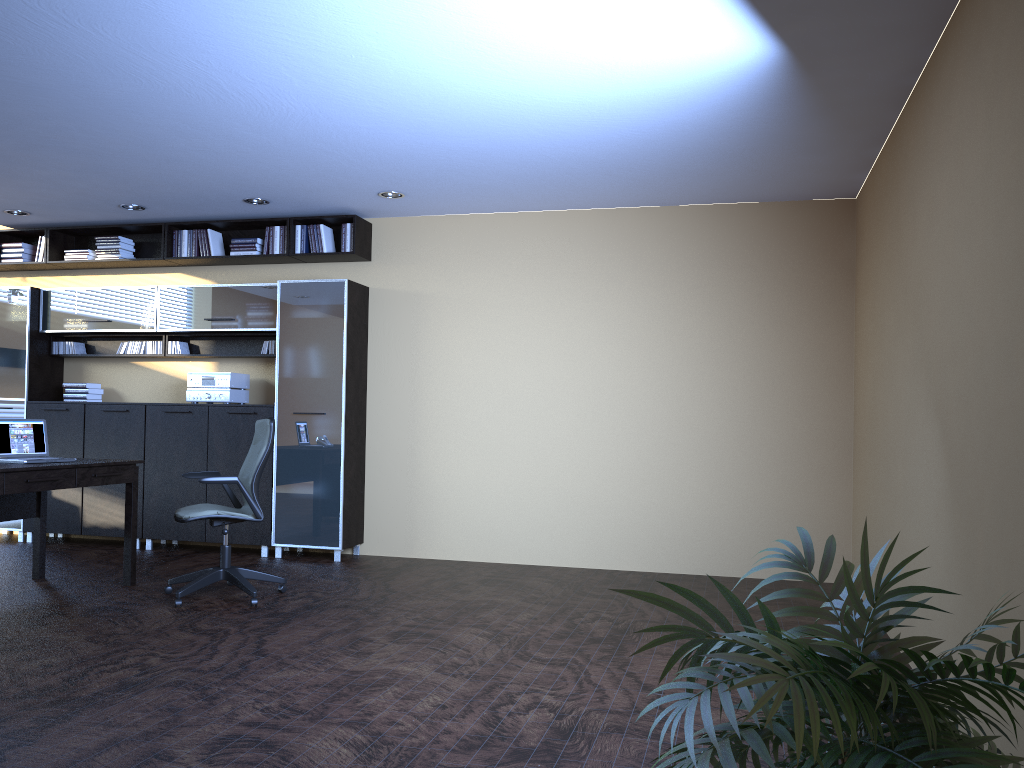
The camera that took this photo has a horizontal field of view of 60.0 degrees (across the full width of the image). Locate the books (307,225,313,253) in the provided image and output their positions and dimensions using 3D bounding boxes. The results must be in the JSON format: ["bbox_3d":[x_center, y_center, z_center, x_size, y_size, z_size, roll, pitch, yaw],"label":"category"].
[{"bbox_3d":[-1.749,-1.265,7.907,0.075,0.259,0.207,1,-2,15],"label":"books"}]

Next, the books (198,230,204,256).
[{"bbox_3d":[-2.811,-1.274,8.166,0.075,0.259,0.207,1,-2,15],"label":"books"}]

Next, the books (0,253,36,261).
[{"bbox_3d":[-4.823,-1.237,8.666,0.258,0.050,0.207,0,-2,14],"label":"books"}]

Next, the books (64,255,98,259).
[{"bbox_3d":[-4.100,-1.200,8.480,0.258,0.028,0.207,0,-2,15],"label":"books"}]

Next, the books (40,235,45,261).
[{"bbox_3d":[-4.463,-1.288,8.575,0.075,0.259,0.207,1,-2,14],"label":"books"}]

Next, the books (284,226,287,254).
[{"bbox_3d":[-1.967,-1.267,7.942,0.050,0.258,0.207,1,-2,15],"label":"books"}]

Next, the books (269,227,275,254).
[{"bbox_3d":[-2.116,-1.268,7.989,0.050,0.258,0.207,1,-2,15],"label":"books"}]

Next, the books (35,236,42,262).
[{"bbox_3d":[-4.522,-1.288,8.600,0.075,0.259,0.207,1,-2,14],"label":"books"}]

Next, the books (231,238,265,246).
[{"bbox_3d":[-2.374,-1.280,8.047,0.258,0.050,0.207,0,-2,14],"label":"books"}]

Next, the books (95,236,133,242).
[{"bbox_3d":[-3.775,-1.368,8.408,0.258,0.028,0.207,0,-2,14],"label":"books"}]

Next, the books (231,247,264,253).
[{"bbox_3d":[-2.383,-1.208,8.056,0.258,0.031,0.207,0,-2,14],"label":"books"}]

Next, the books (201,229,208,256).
[{"bbox_3d":[-2.780,-1.273,8.158,0.075,0.259,0.207,1,-2,14],"label":"books"}]

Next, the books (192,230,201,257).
[{"bbox_3d":[-2.873,-1.274,8.184,0.050,0.258,0.207,1,-2,15],"label":"books"}]

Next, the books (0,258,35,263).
[{"bbox_3d":[-4.812,-1.185,8.668,0.258,0.050,0.207,0,-2,14],"label":"books"}]

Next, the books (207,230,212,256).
[{"bbox_3d":[-2.725,-1.272,8.156,0.072,0.257,0.207,1,-2,15],"label":"books"}]

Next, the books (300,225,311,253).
[{"bbox_3d":[-1.817,-1.266,7.902,0.050,0.258,0.207,1,-2,14],"label":"books"}]

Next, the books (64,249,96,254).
[{"bbox_3d":[-4.105,-1.256,8.495,0.258,0.028,0.207,1,-2,13],"label":"books"}]

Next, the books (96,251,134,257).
[{"bbox_3d":[-3.765,-1.225,8.408,0.258,0.028,0.207,0,-2,14],"label":"books"}]

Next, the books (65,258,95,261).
[{"bbox_3d":[-4.091,-1.171,8.474,0.258,0.028,0.207,0,-2,15],"label":"books"}]

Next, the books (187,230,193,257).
[{"bbox_3d":[-2.922,-1.274,8.199,0.050,0.258,0.207,1,-2,14],"label":"books"}]

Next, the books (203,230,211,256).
[{"bbox_3d":[-2.750,-1.271,8.146,0.072,0.257,0.207,1,-2,15],"label":"books"}]

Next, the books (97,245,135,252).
[{"bbox_3d":[-3.754,-1.282,8.412,0.258,0.028,0.207,0,-2,14],"label":"books"}]

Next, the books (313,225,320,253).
[{"bbox_3d":[-1.692,-1.265,7.875,0.075,0.259,0.207,1,-2,15],"label":"books"}]

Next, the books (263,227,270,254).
[{"bbox_3d":[-2.169,-1.268,8.000,0.055,0.260,0.207,1,-2,15],"label":"books"}]

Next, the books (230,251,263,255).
[{"bbox_3d":[-2.392,-1.165,8.065,0.258,0.050,0.207,1,-2,14],"label":"books"}]

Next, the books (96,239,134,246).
[{"bbox_3d":[-3.755,-1.340,8.399,0.258,0.028,0.207,0,-2,14],"label":"books"}]

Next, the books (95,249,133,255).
[{"bbox_3d":[-3.782,-1.253,8.427,0.258,0.028,0.207,1,-2,13],"label":"books"}]

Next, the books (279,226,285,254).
[{"bbox_3d":[-2.017,-1.268,7.956,0.050,0.258,0.207,1,-2,14],"label":"books"}]

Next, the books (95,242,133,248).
[{"bbox_3d":[-3.767,-1.311,8.405,0.258,0.028,0.207,0,-2,14],"label":"books"}]

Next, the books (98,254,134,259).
[{"bbox_3d":[-3.746,-1.196,8.405,0.258,0.028,0.207,0,-2,15],"label":"books"}]

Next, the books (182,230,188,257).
[{"bbox_3d":[-2.974,-1.275,8.206,0.050,0.258,0.207,1,-2,15],"label":"books"}]

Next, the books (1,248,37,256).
[{"bbox_3d":[-4.807,-1.287,8.673,0.258,0.050,0.207,0,-2,14],"label":"books"}]

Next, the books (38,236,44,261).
[{"bbox_3d":[-4.490,-1.287,8.596,0.075,0.259,0.207,1,-2,14],"label":"books"}]

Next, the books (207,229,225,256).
[{"bbox_3d":[-2.708,-1.274,8.126,0.072,0.257,0.207,1,-2,14],"label":"books"}]

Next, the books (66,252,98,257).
[{"bbox_3d":[-4.086,-1.227,8.483,0.258,0.028,0.207,0,-2,14],"label":"books"}]

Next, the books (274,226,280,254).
[{"bbox_3d":[-2.068,-1.268,7.968,0.050,0.258,0.207,1,-2,14],"label":"books"}]

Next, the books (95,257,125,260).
[{"bbox_3d":[-3.770,-1.168,8.400,0.258,0.028,0.207,0,-2,14],"label":"books"}]

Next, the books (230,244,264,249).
[{"bbox_3d":[-2.394,-1.239,8.059,0.258,0.031,0.207,0,-2,14],"label":"books"}]

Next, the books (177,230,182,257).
[{"bbox_3d":[-3.024,-1.275,8.224,0.050,0.258,0.207,1,-2,15],"label":"books"}]

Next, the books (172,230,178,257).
[{"bbox_3d":[-3.074,-1.276,8.236,0.050,0.258,0.207,1,-2,15],"label":"books"}]

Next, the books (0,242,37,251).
[{"bbox_3d":[-4.828,-1.339,8.676,0.258,0.050,0.207,1,-2,14],"label":"books"}]
